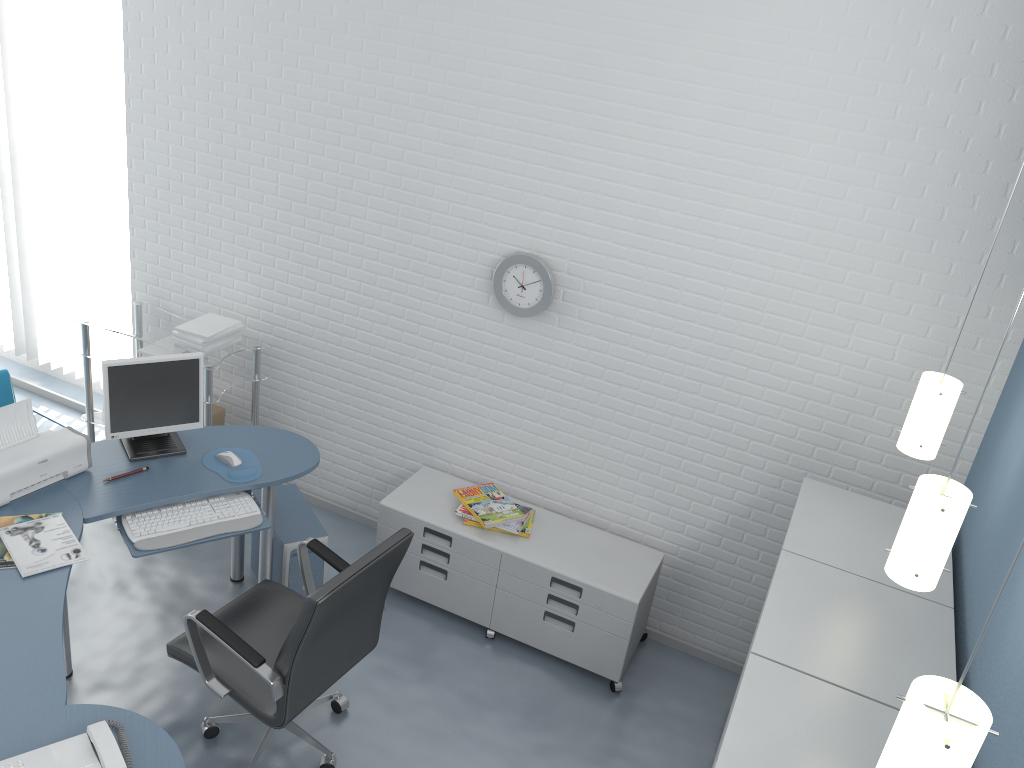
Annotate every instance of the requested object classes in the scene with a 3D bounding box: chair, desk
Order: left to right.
[{"bbox_3d":[-2.340,0.389,4.006,0.543,0.707,0.542,20,26,23],"label":"chair"},{"bbox_3d":[-1.537,0.878,2.957,1.402,0.900,2.282,7,24,-4],"label":"desk"},{"bbox_3d":[-0.796,0.895,3.122,0.652,0.948,0.584,20,26,24],"label":"chair"}]

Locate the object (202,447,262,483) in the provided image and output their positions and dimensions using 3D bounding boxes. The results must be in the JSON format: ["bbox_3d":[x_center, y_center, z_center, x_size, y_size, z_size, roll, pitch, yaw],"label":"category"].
[{"bbox_3d":[-1.114,0.312,3.578,0.285,0.026,0.213,24,28,31],"label":"object"}]

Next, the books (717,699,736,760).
[{"bbox_3d":[0.666,0.933,2.279,0.234,0.034,0.240,18,25,19],"label":"books"}]

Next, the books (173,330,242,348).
[{"bbox_3d":[-1.500,-0.248,4.376,0.190,0.015,0.270,18,25,19],"label":"books"}]

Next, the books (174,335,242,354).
[{"bbox_3d":[-1.499,-0.218,4.384,0.190,0.015,0.270,16,25,16],"label":"books"}]

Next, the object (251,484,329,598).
[{"bbox_3d":[-1.007,0.762,3.997,0.199,0.422,0.471,-6,28,-31],"label":"object"}]

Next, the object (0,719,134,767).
[{"bbox_3d":[-1.068,0.867,2.036,0.405,0.280,0.399,-9,30,-35],"label":"object"}]

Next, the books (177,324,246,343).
[{"bbox_3d":[-1.477,-0.272,4.364,0.190,0.015,0.270,18,25,19],"label":"books"}]

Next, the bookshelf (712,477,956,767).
[{"bbox_3d":[0.790,1.305,2.514,0.521,1.141,2.294,18,25,19],"label":"bookshelf"}]

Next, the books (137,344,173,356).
[{"bbox_3d":[-1.730,-0.182,4.509,0.190,0.015,0.270,16,25,16],"label":"books"}]

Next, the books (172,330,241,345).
[{"bbox_3d":[-1.500,-0.259,4.364,0.190,0.015,0.270,19,26,21],"label":"books"}]

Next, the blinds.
[{"bbox_3d":[-3.812,-1.845,5.297,4.001,2.955,0.158,18,25,19],"label":"blinds"}]

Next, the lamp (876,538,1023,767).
[{"bbox_3d":[0.772,-0.083,1.116,0.120,1.786,0.120,1,25,-18],"label":"lamp"}]

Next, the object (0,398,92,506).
[{"bbox_3d":[-1.762,0.233,3.217,0.197,0.273,0.392,20,26,23],"label":"object"}]

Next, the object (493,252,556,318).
[{"bbox_3d":[0.051,-0.427,3.826,0.279,0.277,0.041,18,25,19],"label":"object"}]

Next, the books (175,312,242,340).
[{"bbox_3d":[-1.488,-0.286,4.354,0.190,0.015,0.270,15,25,14],"label":"books"}]

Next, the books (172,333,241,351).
[{"bbox_3d":[-1.506,-0.233,4.378,0.190,0.015,0.270,18,25,20],"label":"books"}]

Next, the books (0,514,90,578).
[{"bbox_3d":[-1.560,0.533,2.946,0.200,0.010,0.300,-13,32,-40],"label":"books"}]

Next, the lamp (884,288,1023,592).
[{"bbox_3d":[1.098,-0.337,1.801,0.120,1.786,0.120,1,25,-18],"label":"lamp"}]

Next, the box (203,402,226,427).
[{"bbox_3d":[-1.689,0.214,4.609,0.207,0.133,0.347,18,25,19],"label":"box"}]

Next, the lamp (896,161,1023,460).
[{"bbox_3d":[1.424,-0.592,2.486,0.120,1.786,0.120,1,25,-18],"label":"lamp"}]

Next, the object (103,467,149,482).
[{"bbox_3d":[-1.474,0.346,3.389,0.013,0.013,0.178,27,29,35],"label":"object"}]

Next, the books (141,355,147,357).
[{"bbox_3d":[-1.716,-0.152,4.521,0.190,0.015,0.270,17,25,18],"label":"books"}]

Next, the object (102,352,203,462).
[{"bbox_3d":[-1.436,0.064,3.533,0.365,0.417,0.212,-7,29,-33],"label":"object"}]

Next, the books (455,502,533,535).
[{"bbox_3d":[-0.078,0.576,3.995,0.300,0.020,0.210,15,25,14],"label":"books"}]

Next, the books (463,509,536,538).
[{"bbox_3d":[-0.053,0.600,4.000,0.300,0.020,0.210,11,24,5],"label":"books"}]

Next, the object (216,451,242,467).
[{"bbox_3d":[-1.144,0.295,3.584,0.115,0.035,0.054,22,27,28],"label":"object"}]

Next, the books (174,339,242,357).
[{"bbox_3d":[-1.501,-0.205,4.390,0.190,0.015,0.270,18,25,19],"label":"books"}]

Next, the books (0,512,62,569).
[{"bbox_3d":[-1.621,0.520,2.959,0.200,0.005,0.300,-2,26,-23],"label":"books"}]

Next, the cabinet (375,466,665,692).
[{"bbox_3d":[0.012,0.862,4.062,1.259,0.484,0.447,18,25,19],"label":"cabinet"}]

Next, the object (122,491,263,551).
[{"bbox_3d":[-1.188,0.495,3.308,0.478,0.028,0.276,-9,29,-35],"label":"object"}]

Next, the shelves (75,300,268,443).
[{"bbox_3d":[-1.772,0.118,4.640,0.896,0.848,0.441,18,25,19],"label":"shelves"}]

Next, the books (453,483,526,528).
[{"bbox_3d":[-0.105,0.545,4.006,0.210,0.020,0.300,-7,28,-31],"label":"books"}]

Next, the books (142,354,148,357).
[{"bbox_3d":[-1.711,-0.168,4.522,0.190,0.015,0.270,18,25,20],"label":"books"}]
